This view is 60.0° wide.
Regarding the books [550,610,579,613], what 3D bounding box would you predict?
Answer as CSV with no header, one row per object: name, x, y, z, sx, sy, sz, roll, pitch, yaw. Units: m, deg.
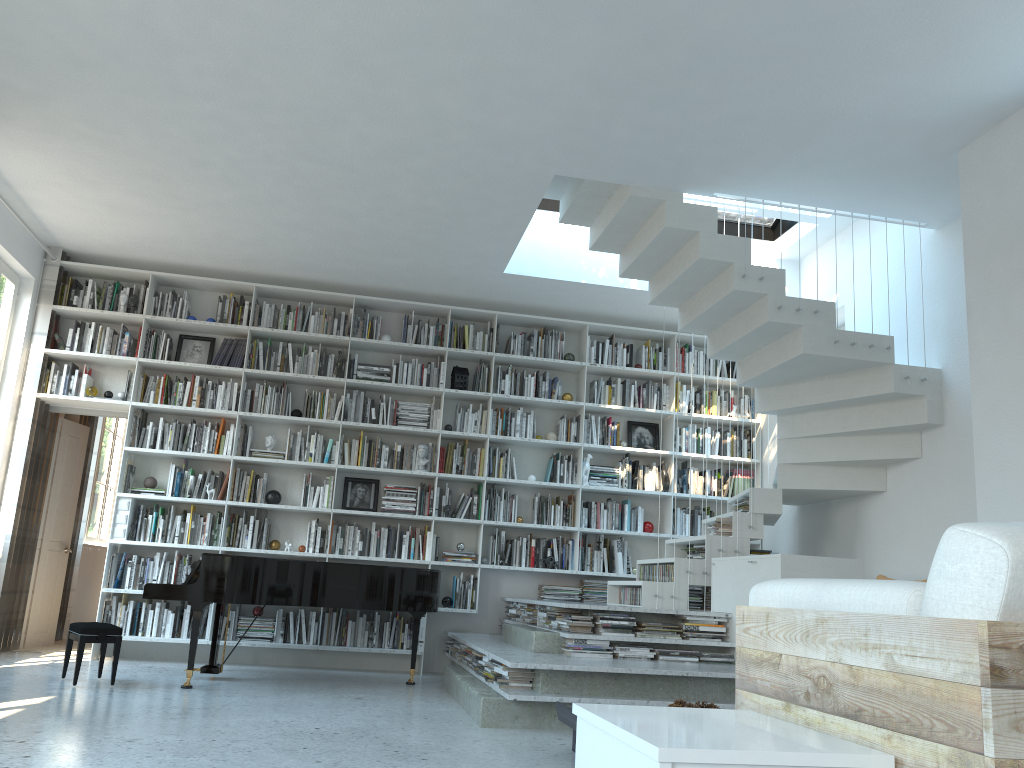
books,0.355,1.536,5.994,0.170,0.008,0.208,5,-13,-7

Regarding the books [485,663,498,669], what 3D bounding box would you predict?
books,-0.050,1.684,5.285,0.168,0.013,0.282,7,-14,-14

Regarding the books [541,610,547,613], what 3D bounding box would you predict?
books,0.306,1.616,6.287,0.145,0.017,0.209,7,-14,-14

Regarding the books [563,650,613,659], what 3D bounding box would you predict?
books,0.462,1.662,5.452,0.262,0.023,0.200,6,-13,-12

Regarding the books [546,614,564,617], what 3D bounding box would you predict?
books,0.350,1.568,5.987,0.187,0.009,0.251,6,-13,-10

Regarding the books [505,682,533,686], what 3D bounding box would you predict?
books,0.032,1.678,4.985,0.132,0.014,0.205,6,-13,-10

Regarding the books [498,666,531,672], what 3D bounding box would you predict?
books,0.013,1.600,4.997,0.165,0.015,0.243,5,-13,-6

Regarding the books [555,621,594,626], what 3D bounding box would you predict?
books,0.401,1.543,5.713,0.185,0.014,0.298,6,-13,-11

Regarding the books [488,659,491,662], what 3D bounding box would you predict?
books,-0.049,1.651,5.292,0.178,0.010,0.196,5,-13,-5

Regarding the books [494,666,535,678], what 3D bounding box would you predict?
books,0.012,1.621,4.993,0.156,0.027,0.288,7,-14,-14

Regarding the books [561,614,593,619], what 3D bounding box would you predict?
books,0.420,1.500,5.726,0.149,0.014,0.229,6,-13,-12

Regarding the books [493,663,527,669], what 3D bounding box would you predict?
books,0.007,1.587,4.999,0.176,0.010,0.266,7,-14,-14

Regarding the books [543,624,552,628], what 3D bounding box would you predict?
books,0.304,1.711,6.266,0.132,0.016,0.263,5,-13,-5

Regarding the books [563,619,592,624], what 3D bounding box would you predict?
books,0.425,1.533,5.720,0.137,0.012,0.243,6,-13,-9

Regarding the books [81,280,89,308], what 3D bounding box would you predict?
books,-3.582,-0.718,7.455,0.010,0.280,0.161,6,-13,-10

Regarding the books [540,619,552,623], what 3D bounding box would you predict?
books,0.298,1.678,6.272,0.167,0.024,0.192,6,-13,-9

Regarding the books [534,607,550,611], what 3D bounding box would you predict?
books,0.284,1.599,6.286,0.192,0.014,0.257,7,-14,-14

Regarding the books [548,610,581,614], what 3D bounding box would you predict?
books,0.355,1.543,5.993,0.171,0.007,0.261,6,-13,-12

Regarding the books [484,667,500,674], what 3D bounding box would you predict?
books,-0.053,1.708,5.279,0.191,0.015,0.246,6,-13,-9

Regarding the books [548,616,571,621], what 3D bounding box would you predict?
books,0.353,1.586,5.984,0.177,0.026,0.231,6,-13,-10

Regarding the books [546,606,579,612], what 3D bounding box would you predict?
books,0.342,1.520,5.995,0.189,0.022,0.238,5,-13,-5

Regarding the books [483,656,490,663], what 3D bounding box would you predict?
books,-0.089,1.737,5.580,0.141,0.028,0.223,7,-14,-14

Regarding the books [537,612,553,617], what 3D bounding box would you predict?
books,0.295,1.637,6.280,0.174,0.029,0.251,6,-13,-12

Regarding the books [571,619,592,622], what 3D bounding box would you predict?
books,0.448,1.524,5.726,0.091,0.011,0.190,6,-13,-12

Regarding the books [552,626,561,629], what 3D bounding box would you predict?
books,0.357,1.643,5.972,0.142,0.020,0.231,5,-13,-5

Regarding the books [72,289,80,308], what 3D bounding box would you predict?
books,-3.632,-0.678,7.428,0.028,0.186,0.182,6,-13,-10

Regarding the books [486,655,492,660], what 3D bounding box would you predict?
books,-0.049,1.638,5.295,0.182,0.016,0.257,5,-13,-7

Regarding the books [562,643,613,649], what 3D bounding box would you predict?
books,0.462,1.619,5.479,0.292,0.012,0.160,5,-13,-7

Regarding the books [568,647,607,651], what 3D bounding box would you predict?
books,0.462,1.630,5.472,0.210,0.012,0.168,5,-13,-6

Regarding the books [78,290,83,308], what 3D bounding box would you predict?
books,-3.608,-0.675,7.457,0.031,0.195,0.145,6,-13,-10

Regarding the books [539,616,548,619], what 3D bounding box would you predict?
books,0.288,1.658,6.274,0.178,0.015,0.188,5,-13,-5

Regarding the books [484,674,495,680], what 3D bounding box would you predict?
books,-0.052,1.745,5.272,0.178,0.009,0.277,6,-13,-12

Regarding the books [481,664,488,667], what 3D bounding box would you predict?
books,-0.104,1.769,5.571,0.171,0.007,0.261,5,-13,-7

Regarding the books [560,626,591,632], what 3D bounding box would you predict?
books,0.406,1.577,5.707,0.161,0.014,0.212,5,-13,-6

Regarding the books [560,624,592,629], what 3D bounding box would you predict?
books,0.413,1.563,5.711,0.152,0.015,0.208,7,-13,-13

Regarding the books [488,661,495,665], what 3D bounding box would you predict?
books,-0.041,1.667,5.290,0.175,0.006,0.252,6,-13,-10

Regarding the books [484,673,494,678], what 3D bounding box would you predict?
books,-0.058,1.737,5.272,0.191,0.006,0.275,5,-13,-8

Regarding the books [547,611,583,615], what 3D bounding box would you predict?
books,0.353,1.553,5.991,0.168,0.013,0.282,7,-13,-13

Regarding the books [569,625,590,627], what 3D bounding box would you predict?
books,0.420,1.554,5.715,0.134,0.006,0.227,5,-13,-6

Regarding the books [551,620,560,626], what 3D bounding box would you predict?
books,0.361,1.613,5.979,0.155,0.028,0.190,6,-13,-9

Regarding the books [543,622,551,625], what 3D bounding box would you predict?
books,0.314,1.698,6.271,0.136,0.013,0.258,6,-13,-10

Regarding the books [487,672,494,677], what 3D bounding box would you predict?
books,-0.042,1.732,5.276,0.170,0.006,0.269,6,-13,-10

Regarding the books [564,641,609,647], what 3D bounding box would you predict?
books,0.460,1.611,5.493,0.257,0.010,0.132,5,-13,-6

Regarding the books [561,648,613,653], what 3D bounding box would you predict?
books,0.460,1.645,5.475,0.285,0.008,0.160,6,-13,-12

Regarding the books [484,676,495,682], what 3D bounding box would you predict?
books,-0.063,1.755,5.267,0.191,0.016,0.209,5,-13,-5

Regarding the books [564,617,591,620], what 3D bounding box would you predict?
books,0.422,1.512,5.724,0.132,0.009,0.270,5,-13,-6

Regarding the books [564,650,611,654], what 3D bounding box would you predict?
books,0.460,1.652,5.474,0.264,0.006,0.165,6,-13,-9

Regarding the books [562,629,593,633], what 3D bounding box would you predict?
books,0.421,1.589,5.707,0.144,0.009,0.250,6,-13,-10

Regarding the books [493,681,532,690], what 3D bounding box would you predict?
books,0.002,1.691,4.976,0.184,0.017,0.231,5,-13,-8

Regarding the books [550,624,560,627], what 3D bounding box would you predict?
books,0.354,1.630,5.975,0.154,0.007,0.293,5,-13,-7

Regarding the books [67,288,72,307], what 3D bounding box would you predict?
books,-3.683,-0.687,7.424,0.024,0.194,0.167,6,-13,-10

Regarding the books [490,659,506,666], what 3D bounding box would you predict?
books,0.001,1.575,5.000,0.192,0.014,0.257,7,-14,-14

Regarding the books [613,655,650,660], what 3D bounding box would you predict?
books,0.736,1.701,5.522,0.208,0.015,0.153,6,-13,-12

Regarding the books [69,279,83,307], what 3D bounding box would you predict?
books,-3.656,-0.722,7.431,0.025,0.268,0.177,6,-13,-10

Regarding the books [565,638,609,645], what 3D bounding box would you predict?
books,0.464,1.591,5.484,0.234,0.025,0.158,7,-14,-15

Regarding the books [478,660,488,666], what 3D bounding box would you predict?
books,-0.105,1.758,5.573,0.180,0.016,0.183,7,-13,-13

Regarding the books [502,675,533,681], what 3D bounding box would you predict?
books,0.030,1.645,4.991,0.137,0.019,0.225,6,-13,-9

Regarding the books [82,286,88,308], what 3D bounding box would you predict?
books,-3.569,-0.688,7.460,0.024,0.226,0.158,6,-13,-10

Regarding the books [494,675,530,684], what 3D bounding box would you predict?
books,-0.002,1.659,4.982,0.187,0.017,0.206,5,-13,-5
